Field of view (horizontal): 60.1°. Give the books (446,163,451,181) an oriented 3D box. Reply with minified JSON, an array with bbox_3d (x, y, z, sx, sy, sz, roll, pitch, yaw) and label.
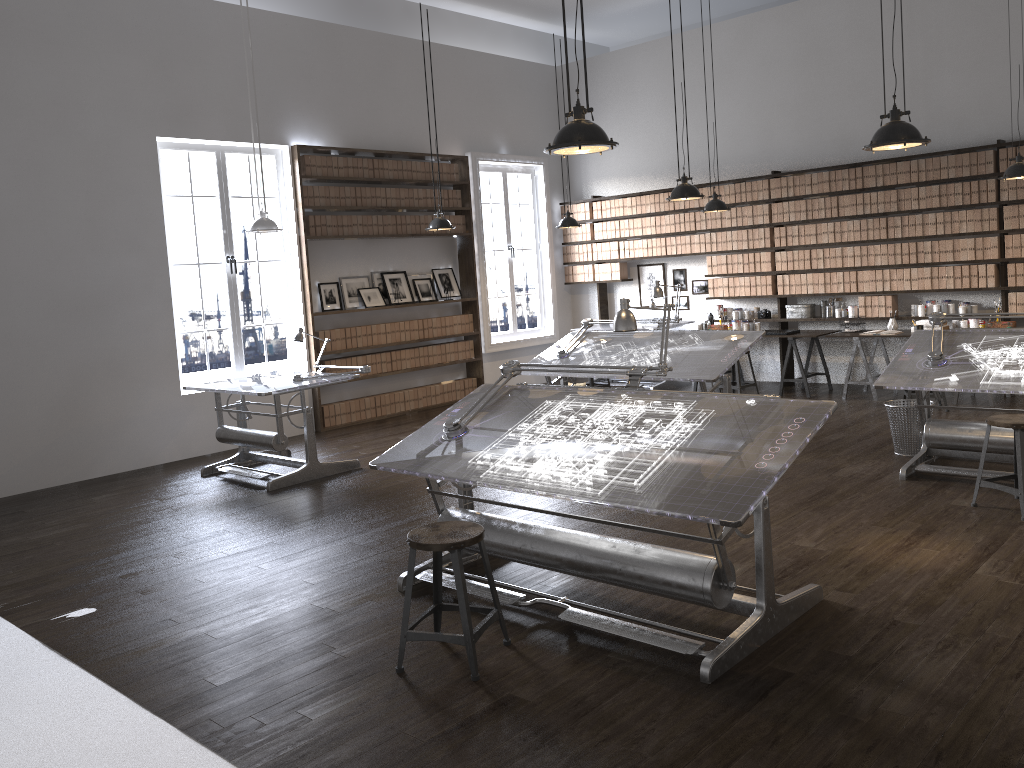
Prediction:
[{"bbox_3d":[-0.837,-2.577,10.836,0.174,0.225,0.067,1,7,43],"label":"books"}]

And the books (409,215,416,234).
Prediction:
[{"bbox_3d":[-1.219,-1.865,10.427,0.174,0.225,0.067,1,7,43],"label":"books"}]

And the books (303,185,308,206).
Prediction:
[{"bbox_3d":[-2.232,-1.972,9.342,0.174,0.225,0.067,1,7,43],"label":"books"}]

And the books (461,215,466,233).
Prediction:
[{"bbox_3d":[-0.660,-1.979,11.025,0.174,0.225,0.067,1,7,43],"label":"books"}]

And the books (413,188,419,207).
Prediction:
[{"bbox_3d":[-1.188,-2.184,10.453,0.174,0.225,0.067,1,7,43],"label":"books"}]

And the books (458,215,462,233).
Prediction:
[{"bbox_3d":[-0.707,-1.969,10.973,0.174,0.224,0.067,1,7,43],"label":"books"}]

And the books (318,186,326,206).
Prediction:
[{"bbox_3d":[-2.085,-2.001,9.494,0.174,0.224,0.067,1,7,43],"label":"books"}]

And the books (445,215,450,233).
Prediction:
[{"bbox_3d":[-0.843,-1.941,10.826,0.174,0.225,0.067,1,7,43],"label":"books"}]

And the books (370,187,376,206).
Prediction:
[{"bbox_3d":[-1.616,-2.096,9.992,0.174,0.225,0.067,1,7,43],"label":"books"}]

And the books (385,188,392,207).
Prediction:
[{"bbox_3d":[-1.468,-2.127,10.153,0.174,0.225,0.067,1,7,43],"label":"books"}]

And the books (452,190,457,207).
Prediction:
[{"bbox_3d":[-0.764,-2.271,10.916,0.174,0.224,0.067,1,7,43],"label":"books"}]

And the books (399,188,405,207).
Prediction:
[{"bbox_3d":[-1.330,-2.155,10.299,0.174,0.225,0.067,1,7,43],"label":"books"}]

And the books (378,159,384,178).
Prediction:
[{"bbox_3d":[-1.543,-2.432,10.080,0.174,0.224,0.067,1,7,43],"label":"books"}]

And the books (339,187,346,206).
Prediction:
[{"bbox_3d":[-1.905,-2.038,9.691,0.174,0.225,0.067,1,7,43],"label":"books"}]

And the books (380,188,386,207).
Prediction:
[{"bbox_3d":[-1.520,-2.116,10.100,0.174,0.225,0.067,1,7,43],"label":"books"}]

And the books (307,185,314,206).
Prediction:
[{"bbox_3d":[-2.183,-1.981,9.392,0.174,0.225,0.067,1,7,43],"label":"books"}]

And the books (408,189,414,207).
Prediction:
[{"bbox_3d":[-1.239,-2.174,10.404,0.174,0.225,0.067,1,7,43],"label":"books"}]

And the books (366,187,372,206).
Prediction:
[{"bbox_3d":[-1.662,-2.088,9.949,0.174,0.224,0.067,1,7,43],"label":"books"}]

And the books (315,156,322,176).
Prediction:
[{"bbox_3d":[-2.112,-2.316,9.465,0.174,0.225,0.067,1,7,43],"label":"books"}]

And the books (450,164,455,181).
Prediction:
[{"bbox_3d":[-0.789,-2.586,10.888,0.174,0.225,0.067,1,7,43],"label":"books"}]

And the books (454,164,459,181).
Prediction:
[{"bbox_3d":[-0.738,-2.596,10.937,0.174,0.225,0.067,1,7,43],"label":"books"}]

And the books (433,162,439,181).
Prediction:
[{"bbox_3d":[-0.969,-2.549,10.691,0.174,0.224,0.067,1,7,43],"label":"books"}]

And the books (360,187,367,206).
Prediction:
[{"bbox_3d":[-1.708,-2.079,9.903,0.174,0.224,0.067,1,7,43],"label":"books"}]

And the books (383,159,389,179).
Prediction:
[{"bbox_3d":[-1.494,-2.441,10.123,0.174,0.225,0.067,1,7,43],"label":"books"}]

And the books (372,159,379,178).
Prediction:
[{"bbox_3d":[-1.589,-2.422,10.022,0.174,0.225,0.067,1,7,43],"label":"books"}]

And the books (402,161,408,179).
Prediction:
[{"bbox_3d":[-1.302,-2.481,10.335,0.174,0.224,0.067,1,7,43],"label":"books"}]

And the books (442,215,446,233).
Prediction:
[{"bbox_3d":[-0.893,-1.932,10.778,0.174,0.225,0.067,1,7,43],"label":"books"}]

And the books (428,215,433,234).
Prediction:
[{"bbox_3d":[-1.035,-1.902,10.620,0.174,0.224,0.067,1,7,43],"label":"books"}]

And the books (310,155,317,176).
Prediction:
[{"bbox_3d":[-2.158,-2.306,9.410,0.174,0.225,0.067,1,7,43],"label":"books"}]

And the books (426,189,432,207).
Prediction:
[{"bbox_3d":[-1.050,-2.212,10.599,0.174,0.225,0.067,1,7,43],"label":"books"}]

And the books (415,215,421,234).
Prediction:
[{"bbox_3d":[-1.170,-1.875,10.479,0.174,0.225,0.067,1,7,43],"label":"books"}]

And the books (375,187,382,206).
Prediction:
[{"bbox_3d":[-1.566,-2.106,10.045,0.174,0.225,0.067,1,7,43],"label":"books"}]

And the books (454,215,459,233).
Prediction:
[{"bbox_3d":[-0.746,-1.960,10.924,0.174,0.225,0.067,1,7,43],"label":"books"}]

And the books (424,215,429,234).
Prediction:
[{"bbox_3d":[-1.079,-1.893,10.576,0.174,0.224,0.067,1,7,43],"label":"books"}]

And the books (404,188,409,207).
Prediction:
[{"bbox_3d":[-1.288,-2.165,10.355,0.174,0.225,0.067,1,7,43],"label":"books"}]

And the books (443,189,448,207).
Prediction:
[{"bbox_3d":[-0.865,-2.251,10.807,0.174,0.225,0.067,1,7,43],"label":"books"}]

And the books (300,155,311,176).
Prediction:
[{"bbox_3d":[-2.207,-2.296,9.358,0.174,0.225,0.067,1,7,43],"label":"books"}]

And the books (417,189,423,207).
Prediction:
[{"bbox_3d":[-1.141,-2.194,10.507,0.174,0.224,0.067,1,7,43],"label":"books"}]

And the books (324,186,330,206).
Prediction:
[{"bbox_3d":[-2.043,-2.010,9.541,0.174,0.224,0.067,1,7,43],"label":"books"}]

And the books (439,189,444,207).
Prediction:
[{"bbox_3d":[-0.910,-2.241,10.753,0.174,0.225,0.067,1,7,43],"label":"books"}]

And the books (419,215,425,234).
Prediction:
[{"bbox_3d":[-1.121,-1.884,10.524,0.174,0.225,0.067,1,7,43],"label":"books"}]

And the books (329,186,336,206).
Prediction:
[{"bbox_3d":[-1.994,-2.019,9.586,0.174,0.225,0.067,1,7,43],"label":"books"}]

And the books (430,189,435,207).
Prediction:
[{"bbox_3d":[-1.009,-2.221,10.652,0.174,0.225,0.067,1,7,43],"label":"books"}]

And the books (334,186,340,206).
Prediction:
[{"bbox_3d":[-1.953,-2.028,9.639,0.174,0.225,0.067,1,7,43],"label":"books"}]

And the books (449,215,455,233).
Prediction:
[{"bbox_3d":[-0.792,-1.951,10.876,0.174,0.225,0.067,1,7,43],"label":"books"}]

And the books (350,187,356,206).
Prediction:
[{"bbox_3d":[-1.809,-2.058,9.795,0.174,0.225,0.067,1,7,43],"label":"books"}]

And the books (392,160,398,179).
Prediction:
[{"bbox_3d":[-1.403,-2.461,10.232,0.174,0.225,0.067,1,7,43],"label":"books"}]

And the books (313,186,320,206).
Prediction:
[{"bbox_3d":[-2.132,-1.991,9.440,0.174,0.225,0.067,1,7,43],"label":"books"}]

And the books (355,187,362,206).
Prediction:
[{"bbox_3d":[-1.754,-2.068,9.846,0.174,0.225,0.067,1,7,43],"label":"books"}]

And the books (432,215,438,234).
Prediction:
[{"bbox_3d":[-0.984,-1.912,10.672,0.174,0.225,0.067,1,7,43],"label":"books"}]

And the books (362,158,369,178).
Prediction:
[{"bbox_3d":[-1.689,-2.402,9.917,0.174,0.225,0.067,1,7,43],"label":"books"}]

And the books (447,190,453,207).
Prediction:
[{"bbox_3d":[-0.810,-2.261,10.858,0.174,0.225,0.067,1,7,43],"label":"books"}]

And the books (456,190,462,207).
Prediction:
[{"bbox_3d":[-0.711,-2.282,10.969,0.174,0.224,0.067,1,7,43],"label":"books"}]

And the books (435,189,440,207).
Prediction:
[{"bbox_3d":[-0.961,-2.231,10.704,0.174,0.225,0.067,1,7,43],"label":"books"}]

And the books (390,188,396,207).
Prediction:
[{"bbox_3d":[-1.420,-2.137,10.207,0.174,0.224,0.067,1,7,43],"label":"books"}]

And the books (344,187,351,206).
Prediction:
[{"bbox_3d":[-1.854,-2.048,9.740,0.174,0.225,0.067,1,7,43],"label":"books"}]

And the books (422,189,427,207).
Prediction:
[{"bbox_3d":[-1.099,-2.203,10.554,0.174,0.224,0.067,1,7,43],"label":"books"}]

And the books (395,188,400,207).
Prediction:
[{"bbox_3d":[-1.379,-2.146,10.254,0.174,0.224,0.067,1,7,43],"label":"books"}]

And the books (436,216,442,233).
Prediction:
[{"bbox_3d":[-0.939,-1.922,10.726,0.174,0.225,0.067,1,7,43],"label":"books"}]

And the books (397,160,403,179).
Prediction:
[{"bbox_3d":[-1.354,-2.471,10.281,0.174,0.225,0.067,1,7,43],"label":"books"}]
